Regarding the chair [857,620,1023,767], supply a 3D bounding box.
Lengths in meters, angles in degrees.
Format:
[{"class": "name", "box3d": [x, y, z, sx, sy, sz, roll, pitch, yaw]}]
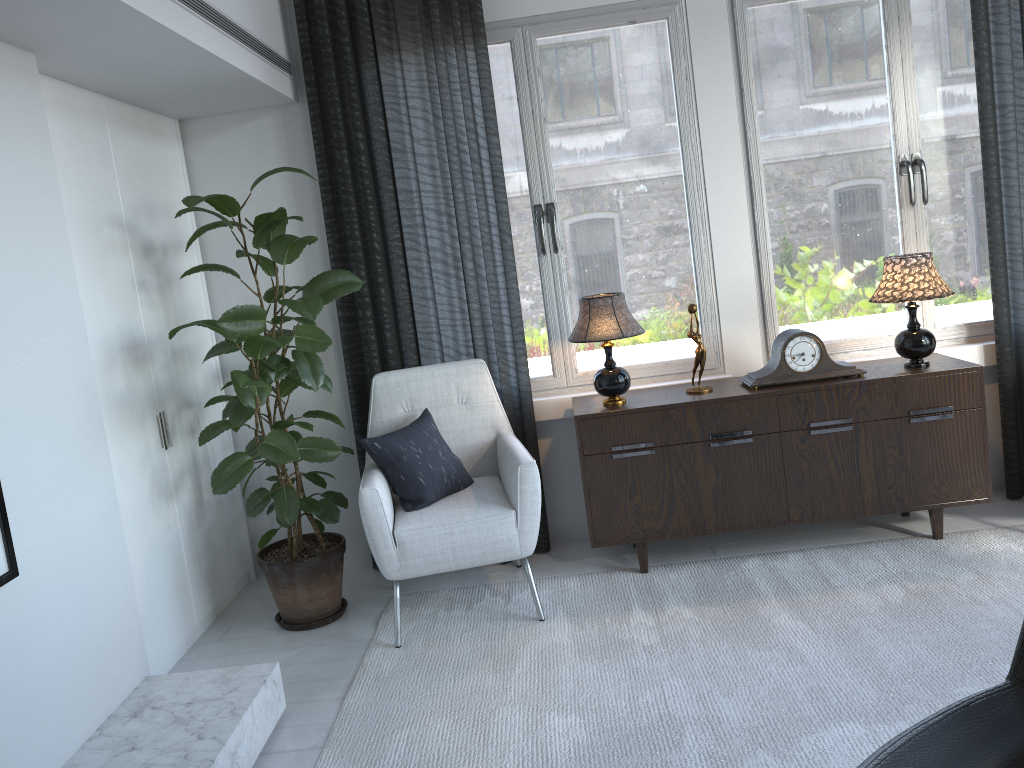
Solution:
[{"class": "chair", "box3d": [0.917, 0.509, 1.147, 0.840, 0.807, 0.809, -1, 10, 41]}]

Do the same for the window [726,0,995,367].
[{"class": "window", "box3d": [1.480, -1.275, 3.377, 1.268, 2.313, 0.134, -7, 6, 3]}]

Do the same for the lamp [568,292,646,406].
[{"class": "lamp", "box3d": [0.347, -0.124, 3.195, 0.279, 0.396, 0.282, -4, 8, 29]}]

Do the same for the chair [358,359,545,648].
[{"class": "chair", "box3d": [-0.224, 0.367, 3.115, 0.594, 0.820, 0.615, -8, 7, -7]}]

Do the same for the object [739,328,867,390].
[{"class": "object", "box3d": [1.031, -0.104, 3.184, 0.406, 0.180, 0.181, -7, 7, 3]}]

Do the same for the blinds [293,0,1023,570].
[{"class": "blinds", "box3d": [0.787, -1.047, 3.298, 3.211, 3.263, 0.189, -7, 6, 3]}]

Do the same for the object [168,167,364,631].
[{"class": "object", "box3d": [-0.793, 0.071, 3.016, 0.642, 1.582, 0.936, -13, 9, -41]}]

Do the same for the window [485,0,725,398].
[{"class": "window", "box3d": [0.075, -1.099, 3.453, 1.268, 2.313, 0.134, -7, 6, 3]}]

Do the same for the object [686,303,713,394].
[{"class": "object", "box3d": [0.662, -0.131, 3.210, 0.096, 0.323, 0.097, -7, 6, 3]}]

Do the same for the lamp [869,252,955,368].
[{"class": "lamp", "box3d": [1.418, -0.258, 3.138, 0.279, 0.396, 0.282, -4, 8, 29]}]

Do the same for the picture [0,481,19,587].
[{"class": "picture", "box3d": [-1.160, 0.235, 1.561, 0.020, 0.520, 0.795, -7, 8, 3]}]

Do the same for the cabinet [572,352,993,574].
[{"class": "cabinet", "box3d": [0.958, 0.296, 3.267, 1.398, 0.610, 0.388, -7, 7, 3]}]

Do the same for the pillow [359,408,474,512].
[{"class": "pillow", "box3d": [-0.326, 0.263, 3.103, 0.252, 0.294, 0.359, -3, 9, 30]}]

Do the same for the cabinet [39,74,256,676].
[{"class": "cabinet", "box3d": [-1.301, -0.012, 3.019, 0.191, 1.887, 1.178, -7, 7, 3]}]
